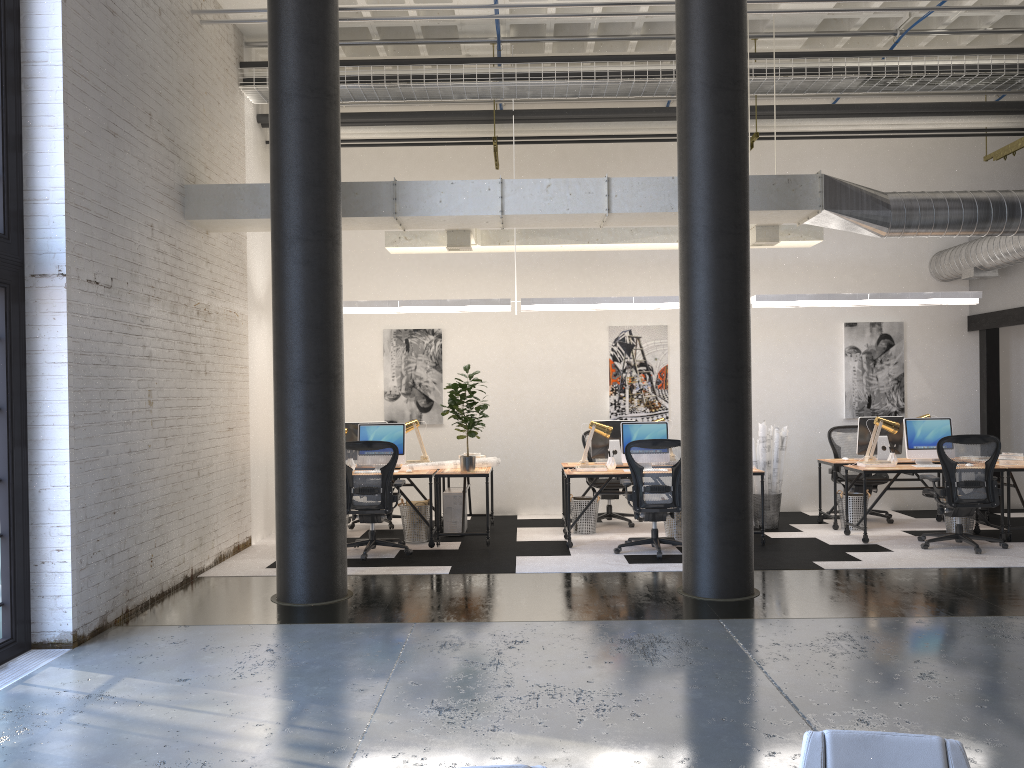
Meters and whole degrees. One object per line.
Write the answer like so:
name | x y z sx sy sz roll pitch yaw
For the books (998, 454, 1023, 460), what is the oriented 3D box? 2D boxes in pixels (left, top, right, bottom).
books | 5.107 0.745 9.039 0.193 0.044 0.257 0 -1 -42

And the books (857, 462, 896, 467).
books | 3.701 0.817 9.014 0.309 0.038 0.225 -1 0 1

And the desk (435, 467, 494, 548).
desk | -0.475 1.239 9.321 0.529 0.724 1.401 -1 0 1

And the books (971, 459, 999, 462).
books | 5.055 0.813 9.423 0.243 0.019 0.205 -1 -1 -22

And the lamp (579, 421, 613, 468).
lamp | 0.850 0.606 8.970 0.344 0.470 0.127 -1 0 1

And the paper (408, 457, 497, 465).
paper | -0.635 0.837 9.331 1.134 0.082 0.083 0 0 -35

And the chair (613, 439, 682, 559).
chair | 1.317 1.050 8.412 0.770 1.086 0.792 -1 0 -16

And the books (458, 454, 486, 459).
books | -0.440 0.809 9.847 0.257 0.044 0.193 -1 0 18

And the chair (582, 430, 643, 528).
chair | 1.150 1.068 10.229 0.770 1.086 0.792 -1 0 -16

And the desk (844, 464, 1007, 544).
desk | 4.126 1.192 8.913 1.401 0.724 0.529 -1 0 1

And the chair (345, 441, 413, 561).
chair | -1.365 1.066 8.415 0.770 1.086 0.792 -1 0 -16

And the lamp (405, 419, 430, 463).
lamp | -1.078 0.617 9.669 0.344 0.470 0.126 -1 0 1

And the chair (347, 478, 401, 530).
chair | -1.532 1.084 10.232 0.770 1.086 0.792 -1 0 -16

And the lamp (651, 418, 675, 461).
lamp | 1.605 0.601 9.665 0.344 0.470 0.127 -1 0 1

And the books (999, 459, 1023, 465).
books | 5.109 0.792 9.012 0.271 0.050 0.200 -1 -1 28

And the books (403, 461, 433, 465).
books | -1.024 0.867 9.642 0.309 0.038 0.225 -1 0 1

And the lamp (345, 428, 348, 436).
lamp | -1.833 0.622 8.972 0.344 0.470 0.126 -1 0 1

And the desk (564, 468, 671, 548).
desk | 1.229 1.233 8.898 1.401 0.724 0.529 -1 0 1

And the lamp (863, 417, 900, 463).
lamp | 3.747 0.565 8.984 0.344 0.470 0.126 -1 0 1

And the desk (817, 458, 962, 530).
desk | 4.141 1.199 9.760 1.401 0.724 0.529 -1 0 1

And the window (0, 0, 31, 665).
window | -3.071 -0.918 4.194 0.138 5.180 2.490 -1 0 1

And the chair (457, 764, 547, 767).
chair | -0.034 1.099 1.221 0.579 0.984 0.501 -1 0 -8

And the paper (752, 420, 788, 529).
paper | 2.757 0.982 9.729 0.440 1.198 0.412 -1 0 -21

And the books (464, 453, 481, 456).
books | -0.442 0.778 9.832 0.185 0.030 0.153 -1 0 -1

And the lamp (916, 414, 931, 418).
lamp | 4.502 0.560 9.679 0.344 0.470 0.127 -1 0 1

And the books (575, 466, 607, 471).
books | 0.803 0.857 8.999 0.309 0.038 0.225 -1 0 1

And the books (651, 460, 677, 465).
books | 1.659 0.851 9.639 0.309 0.038 0.225 -1 0 1

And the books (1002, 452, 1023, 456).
books | 5.097 0.714 9.026 0.185 0.030 0.153 -1 -1 29

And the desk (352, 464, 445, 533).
desk | -1.439 1.256 9.748 1.401 0.724 0.529 -1 0 1

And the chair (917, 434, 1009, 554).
chair | 4.215 1.009 8.427 0.770 1.086 0.792 -1 0 -16

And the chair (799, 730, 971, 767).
chair | 0.606 1.091 1.347 0.579 0.984 0.501 -1 0 12

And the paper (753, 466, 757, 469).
paper | 2.171 0.837 9.194 0.568 0.061 0.626 -1 0 -2

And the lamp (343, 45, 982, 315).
lamp | 1.257 -2.182 9.418 7.301 2.864 0.226 -1 0 1

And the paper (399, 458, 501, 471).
paper | -0.637 0.836 9.164 1.134 0.082 0.083 -1 0 -25

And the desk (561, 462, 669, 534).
desk | 1.244 1.240 9.745 1.401 0.724 0.529 -1 0 1

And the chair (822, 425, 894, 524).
chair | 4.048 1.027 10.244 0.770 1.086 0.792 -1 0 -16

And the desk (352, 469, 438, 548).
desk | -1.454 1.249 8.902 1.401 0.724 0.529 -1 0 1

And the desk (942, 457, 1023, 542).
desk | 5.105 1.182 9.332 0.529 0.724 1.401 -1 0 1

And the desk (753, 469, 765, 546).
desk | 2.208 1.222 9.318 0.529 0.724 1.401 -1 0 1

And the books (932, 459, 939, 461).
books | 4.556 0.810 9.653 0.309 0.038 0.225 -1 0 1
